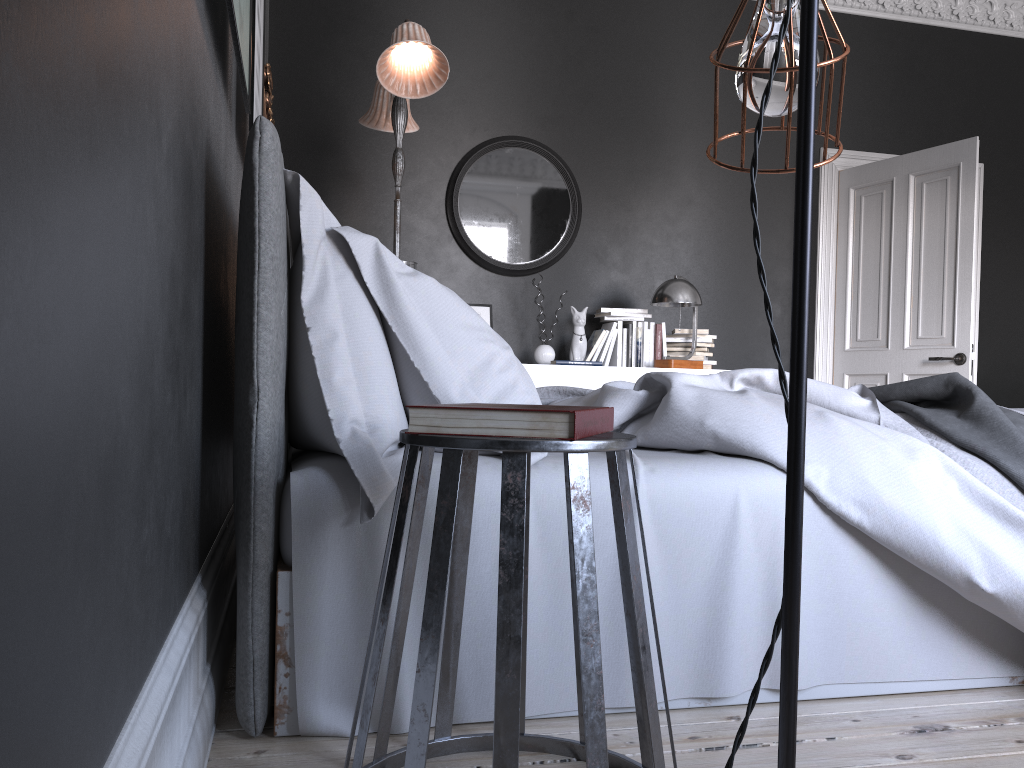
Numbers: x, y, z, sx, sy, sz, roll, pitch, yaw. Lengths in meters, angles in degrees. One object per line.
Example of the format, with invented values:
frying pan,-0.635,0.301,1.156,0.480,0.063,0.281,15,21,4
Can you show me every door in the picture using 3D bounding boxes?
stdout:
door,2.645,-0.364,6.047,0.216,2.375,1.097,1,1,-26

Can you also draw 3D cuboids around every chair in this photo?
chair,0.004,0.419,1.524,0.613,0.673,0.613,2,1,30

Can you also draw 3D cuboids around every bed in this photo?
bed,0.726,0.124,2.951,3.284,1.298,2.764,1,0,-25

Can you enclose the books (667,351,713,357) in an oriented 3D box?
books,1.180,-0.200,5.952,0.203,0.029,0.268,1,0,-44

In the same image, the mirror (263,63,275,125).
mirror,-1.169,-0.364,4.520,0.254,2.192,0.991,1,1,-14

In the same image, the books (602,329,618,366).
books,0.621,-0.232,5.822,0.091,0.256,0.195,1,1,-14

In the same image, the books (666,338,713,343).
books,1.192,-0.290,5.956,0.306,0.030,0.220,1,0,16

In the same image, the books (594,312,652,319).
books,0.730,-0.448,5.842,0.307,0.024,0.220,1,0,-24

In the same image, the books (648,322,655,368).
books,0.891,-0.250,5.915,0.030,0.307,0.221,1,1,-14

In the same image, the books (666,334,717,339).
books,1.185,-0.316,5.975,0.220,0.024,0.307,1,0,-39

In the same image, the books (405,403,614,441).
books,0.011,0.061,1.529,0.275,0.045,0.346,1,0,16

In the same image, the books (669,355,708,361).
books,1.185,-0.171,5.945,0.229,0.031,0.318,1,0,16

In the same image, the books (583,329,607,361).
books,0.509,-0.231,5.764,0.158,0.246,0.203,1,1,-14

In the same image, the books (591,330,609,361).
books,0.542,-0.228,5.803,0.132,0.245,0.195,1,1,-14

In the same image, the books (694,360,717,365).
books,1.213,-0.141,5.943,0.228,0.025,0.319,1,0,-4

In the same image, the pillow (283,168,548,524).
pillow,-0.363,-0.088,2.739,0.680,0.760,1.829,1,0,-14

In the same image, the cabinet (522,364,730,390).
cabinet,0.201,0.326,5.598,2.396,0.882,0.570,1,1,-14

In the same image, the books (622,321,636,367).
books,0.766,-0.254,5.856,0.024,0.307,0.220,1,1,-14

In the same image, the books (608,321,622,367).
books,0.673,-0.256,5.861,0.030,0.307,0.221,1,1,-14

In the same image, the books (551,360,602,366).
books,0.393,-0.126,5.457,0.289,0.030,0.193,1,0,-8

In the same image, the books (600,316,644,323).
books,0.722,-0.423,5.843,0.258,0.026,0.195,1,0,-4

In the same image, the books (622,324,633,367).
books,0.745,-0.246,5.826,0.030,0.289,0.193,1,1,-14

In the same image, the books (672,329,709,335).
books,1.188,-0.343,5.934,0.220,0.030,0.306,1,0,6

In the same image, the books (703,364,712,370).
books,1.220,-0.109,5.937,0.234,0.038,0.295,1,0,13

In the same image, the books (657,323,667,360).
books,0.973,-0.249,5.907,0.050,0.308,0.220,1,1,-14

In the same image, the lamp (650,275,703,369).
lamp,1.044,-0.390,5.615,0.340,0.591,0.328,1,1,-34

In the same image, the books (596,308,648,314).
books,0.723,-0.476,5.868,0.306,0.030,0.220,1,0,-4

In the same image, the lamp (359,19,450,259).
lamp,-0.561,-0.466,4.283,0.772,2.412,0.986,2,1,19

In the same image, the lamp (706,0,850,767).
lamp,0.121,-0.140,0.448,0.437,1.779,1.718,2,1,24

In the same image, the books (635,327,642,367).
books,0.800,-0.233,5.824,0.029,0.270,0.204,1,1,-14

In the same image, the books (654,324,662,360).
books,0.931,-0.244,5.899,0.038,0.295,0.235,1,1,-14

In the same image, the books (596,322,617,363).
books,0.590,-0.253,5.812,0.126,0.296,0.220,1,1,-14

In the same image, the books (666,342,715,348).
books,1.188,-0.260,5.950,0.193,0.030,0.289,1,0,-40

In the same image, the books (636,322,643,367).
books,0.810,-0.252,5.895,0.030,0.307,0.221,1,1,-14

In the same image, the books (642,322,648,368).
books,0.842,-0.252,5.874,0.024,0.307,0.220,1,1,-14

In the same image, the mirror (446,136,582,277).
mirror,0.024,-1.178,5.868,0.924,0.924,0.061,1,1,-14

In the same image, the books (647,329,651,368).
books,0.869,-0.227,5.883,0.026,0.259,0.195,1,1,-14

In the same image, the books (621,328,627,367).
books,0.711,-0.231,5.844,0.026,0.259,0.195,1,1,-14

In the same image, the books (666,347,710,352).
books,1.174,-0.230,5.958,0.289,0.030,0.193,1,0,17

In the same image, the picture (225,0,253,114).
picture,-0.654,-1.317,2.165,0.014,1.079,0.791,1,1,-14

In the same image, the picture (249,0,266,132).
picture,-0.886,-1.320,3.106,0.014,1.079,0.791,1,1,-14
